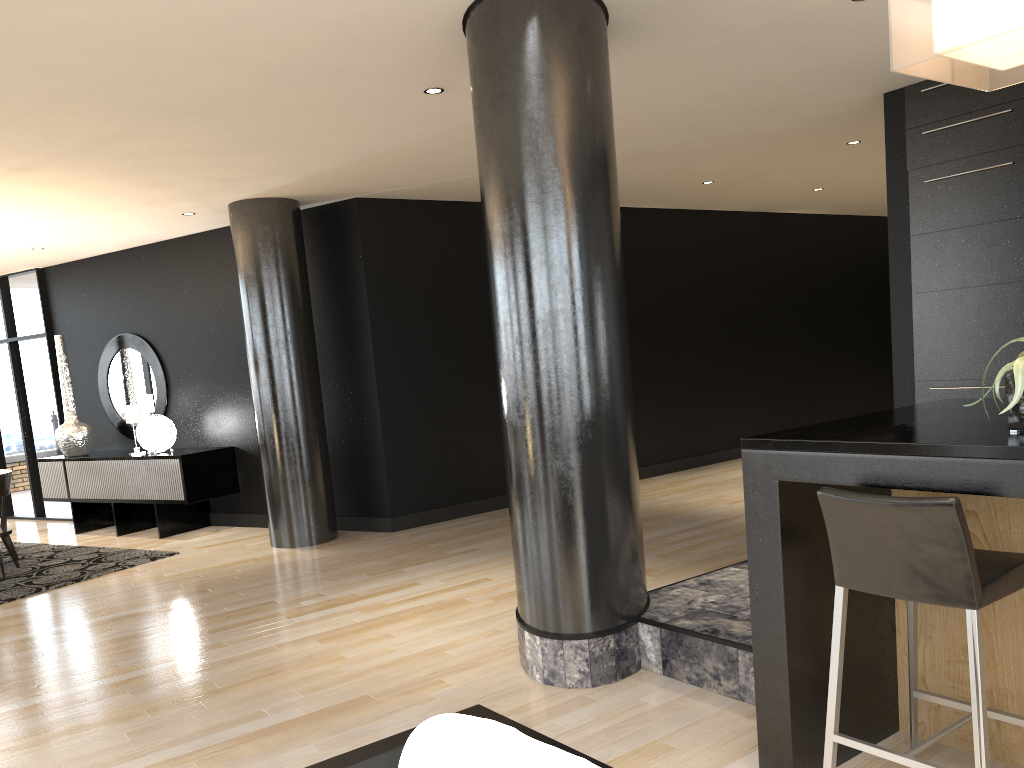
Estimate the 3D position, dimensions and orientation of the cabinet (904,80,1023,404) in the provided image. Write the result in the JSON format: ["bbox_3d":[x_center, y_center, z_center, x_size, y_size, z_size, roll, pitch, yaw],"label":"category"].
[{"bbox_3d":[4.381,-0.597,3.236,0.723,2.547,5.721,-10,5,-36],"label":"cabinet"}]

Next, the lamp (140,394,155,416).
[{"bbox_3d":[-3.455,0.375,8.427,0.124,0.555,0.131,-6,7,-6],"label":"lamp"}]

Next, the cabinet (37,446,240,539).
[{"bbox_3d":[-3.666,1.053,8.622,2.240,0.774,0.604,-4,5,32],"label":"cabinet"}]

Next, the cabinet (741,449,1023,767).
[{"bbox_3d":[2.119,0.616,1.777,1.171,1.047,3.111,-8,4,-36],"label":"cabinet"}]

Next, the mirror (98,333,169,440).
[{"bbox_3d":[-3.814,0.032,8.864,1.077,1.088,0.025,-2,8,31],"label":"mirror"}]

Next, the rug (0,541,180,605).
[{"bbox_3d":[-5.029,1.605,7.103,3.727,0.011,2.691,-4,2,31],"label":"rug"}]

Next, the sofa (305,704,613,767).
[{"bbox_3d":[0.235,0.941,0.597,0.832,0.810,2.030,-8,4,-36],"label":"sofa"}]

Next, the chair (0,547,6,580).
[{"bbox_3d":[-4.035,1.140,6.321,0.639,0.814,0.614,-8,6,-30],"label":"chair"}]

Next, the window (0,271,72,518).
[{"bbox_3d":[-3.723,-0.761,1.757,15.902,4.829,10.038,-3,3,41],"label":"window"}]

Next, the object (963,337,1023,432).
[{"bbox_3d":[1.343,-0.007,2.242,0.397,0.241,0.404,-6,3,-11],"label":"object"}]

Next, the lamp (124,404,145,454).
[{"bbox_3d":[-3.631,0.433,8.474,0.131,0.470,0.124,-10,8,-36],"label":"lamp"}]

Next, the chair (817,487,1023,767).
[{"bbox_3d":[1.136,0.725,2.356,0.515,0.973,0.474,-9,8,-36],"label":"chair"}]

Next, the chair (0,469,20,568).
[{"bbox_3d":[-4.371,1.141,7.214,0.612,0.814,0.640,-8,6,-30],"label":"chair"}]

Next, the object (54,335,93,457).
[{"bbox_3d":[-4.453,0.118,8.856,0.343,1.221,0.340,1,9,40],"label":"object"}]

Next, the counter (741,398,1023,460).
[{"bbox_3d":[2.072,0.081,1.709,1.171,0.032,3.111,-6,2,-36],"label":"counter"}]
